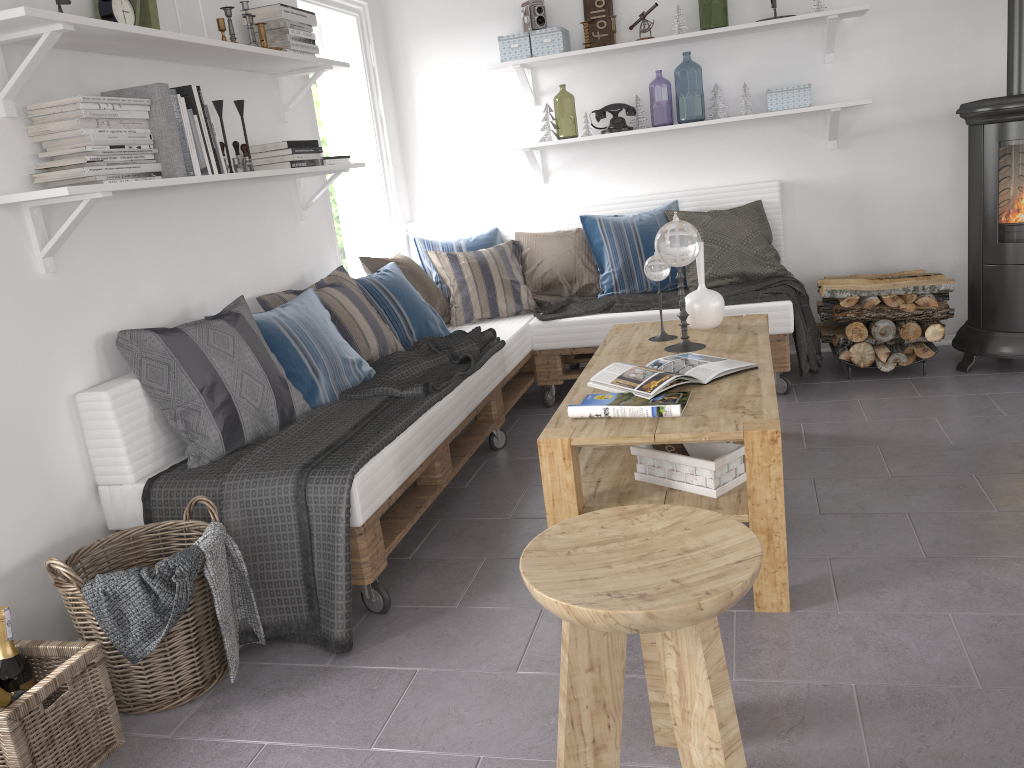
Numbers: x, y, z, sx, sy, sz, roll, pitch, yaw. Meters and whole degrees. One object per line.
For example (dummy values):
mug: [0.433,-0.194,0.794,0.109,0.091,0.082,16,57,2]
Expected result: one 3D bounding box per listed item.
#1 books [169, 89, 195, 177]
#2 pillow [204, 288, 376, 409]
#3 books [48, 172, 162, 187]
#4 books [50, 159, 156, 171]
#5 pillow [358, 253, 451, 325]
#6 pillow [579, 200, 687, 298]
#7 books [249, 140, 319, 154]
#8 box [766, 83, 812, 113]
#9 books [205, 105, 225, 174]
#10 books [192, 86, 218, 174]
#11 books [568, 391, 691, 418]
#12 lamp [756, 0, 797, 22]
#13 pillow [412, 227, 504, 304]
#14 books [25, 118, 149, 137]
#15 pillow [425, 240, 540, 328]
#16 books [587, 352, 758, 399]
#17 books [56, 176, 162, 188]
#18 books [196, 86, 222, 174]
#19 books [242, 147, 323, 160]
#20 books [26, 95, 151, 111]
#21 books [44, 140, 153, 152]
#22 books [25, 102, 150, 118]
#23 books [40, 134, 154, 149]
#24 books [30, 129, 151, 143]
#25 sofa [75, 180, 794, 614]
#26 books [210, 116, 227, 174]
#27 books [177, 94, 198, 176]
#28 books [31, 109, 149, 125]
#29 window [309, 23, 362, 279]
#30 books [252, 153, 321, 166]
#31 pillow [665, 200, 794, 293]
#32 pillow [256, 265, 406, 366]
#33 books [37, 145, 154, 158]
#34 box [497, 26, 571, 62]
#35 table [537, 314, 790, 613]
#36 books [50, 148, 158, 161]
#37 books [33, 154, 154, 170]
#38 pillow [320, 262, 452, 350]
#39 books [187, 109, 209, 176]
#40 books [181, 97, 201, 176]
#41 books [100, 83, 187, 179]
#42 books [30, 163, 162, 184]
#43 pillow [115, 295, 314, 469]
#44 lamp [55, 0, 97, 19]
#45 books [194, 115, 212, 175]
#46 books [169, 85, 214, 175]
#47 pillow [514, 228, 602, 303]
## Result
books: [-1.084,-0.749,2.697,0.193,0.257,0.046,-3,15,15]
pillow: [-0.755,-0.106,3.182,0.331,0.401,0.525,2,17,34]
books: [-1.150,-0.582,2.519,0.159,0.012,0.285,-3,15,15]
books: [-1.161,-0.622,2.527,0.161,0.013,0.254,-3,15,15]
pillow: [-0.495,-0.450,4.340,0.334,0.438,0.545,-2,15,20]
pillow: [0.641,-0.670,4.435,0.526,0.428,0.311,-9,14,-5]
books: [-0.893,-0.919,3.441,0.190,0.028,0.239,-3,15,17]
box: [1.345,-1.387,4.313,0.202,0.110,0.137,-3,15,16]
books: [-1.034,-0.777,2.863,0.171,0.219,0.047,-3,15,15]
books: [-1.060,-0.789,2.814,0.200,0.272,0.054,-3,15,15]
books: [0.328,0.046,2.445,0.300,0.043,0.229,-2,15,19]
lamp: [1.151,-2.031,4.061,0.196,0.703,0.439,3,17,35]
pillow: [-0.238,-0.604,4.768,0.534,0.437,0.287,-10,14,-11]
books: [-1.191,-0.721,2.495,0.180,0.028,0.296,-3,15,15]
pillow: [-0.135,-0.510,4.504,0.516,0.392,0.358,-11,15,-15]
books: [0.484,-0.043,2.697,0.422,0.049,0.300,-15,16,-28]
books: [-1.149,-0.574,2.537,0.161,0.012,0.254,-3,15,15]
books: [-1.056,-0.796,2.836,0.210,0.274,0.048,-3,15,15]
books: [-0.890,-0.897,3.456,0.212,0.023,0.258,-3,15,15]
books: [-1.173,-0.777,2.467,0.182,0.016,0.288,-3,15,15]
books: [-1.162,-0.672,2.508,0.161,0.012,0.254,-3,15,15]
books: [-1.180,-0.763,2.480,0.182,0.016,0.288,-3,15,15]
books: [-1.170,-0.688,2.513,0.167,0.017,0.263,-3,15,15]
books: [-1.188,-0.701,2.504,0.182,0.016,0.288,-3,15,15]
sofa: [0.115,-0.167,3.591,2.017,0.932,2.855,-3,15,15]
books: [-1.025,-0.768,2.892,0.152,0.185,0.045,-3,15,15]
books: [-1.083,-0.749,2.723,0.205,0.243,0.019,-3,15,15]
books: [-1.178,-0.745,2.486,0.174,0.021,0.273,-3,15,15]
window: [-1.006,-1.010,4.510,0.052,1.655,0.685,-3,15,15]
books: [-0.882,-0.873,3.452,0.191,0.023,0.242,-4,14,14]
pillow: [1.059,-0.675,4.341,0.519,0.395,0.334,-9,14,-6]
pillow: [-0.694,-0.226,3.541,0.316,0.438,0.546,0,16,27]
books: [-1.169,-0.657,2.502,0.159,0.012,0.285,-3,15,15]
box: [0.122,-1.734,4.565,0.332,0.131,0.242,-3,15,16]
table: [0.562,0.165,2.932,0.607,0.485,1.457,-3,15,15]
books: [-1.154,-0.652,2.523,0.161,0.013,0.256,-3,15,15]
books: [-1.181,-0.630,2.511,0.182,0.016,0.288,-3,15,15]
pillow: [-0.525,-0.315,3.944,0.341,0.408,0.523,1,16,31]
books: [-1.037,-0.743,2.764,0.141,0.203,0.044,-3,15,15]
books: [-1.079,-0.749,2.740,0.200,0.236,0.031,-3,15,15]
books: [-1.099,-0.743,2.651,0.200,0.271,0.050,-3,15,15]
books: [-1.165,-0.597,2.506,0.176,0.025,0.331,-3,15,15]
pillow: [-0.912,-0.014,2.766,0.301,0.444,0.534,1,16,31]
lamp: [-1.144,-1.310,2.356,0.439,0.703,0.196,-18,18,-38]
books: [-1.027,-0.742,2.787,0.125,0.185,0.042,-3,15,15]
books: [-1.062,-0.786,2.796,0.200,0.274,0.038,-3,15,15]
pillow: [0.257,-0.599,4.567,0.521,0.381,0.366,-4,14,12]
